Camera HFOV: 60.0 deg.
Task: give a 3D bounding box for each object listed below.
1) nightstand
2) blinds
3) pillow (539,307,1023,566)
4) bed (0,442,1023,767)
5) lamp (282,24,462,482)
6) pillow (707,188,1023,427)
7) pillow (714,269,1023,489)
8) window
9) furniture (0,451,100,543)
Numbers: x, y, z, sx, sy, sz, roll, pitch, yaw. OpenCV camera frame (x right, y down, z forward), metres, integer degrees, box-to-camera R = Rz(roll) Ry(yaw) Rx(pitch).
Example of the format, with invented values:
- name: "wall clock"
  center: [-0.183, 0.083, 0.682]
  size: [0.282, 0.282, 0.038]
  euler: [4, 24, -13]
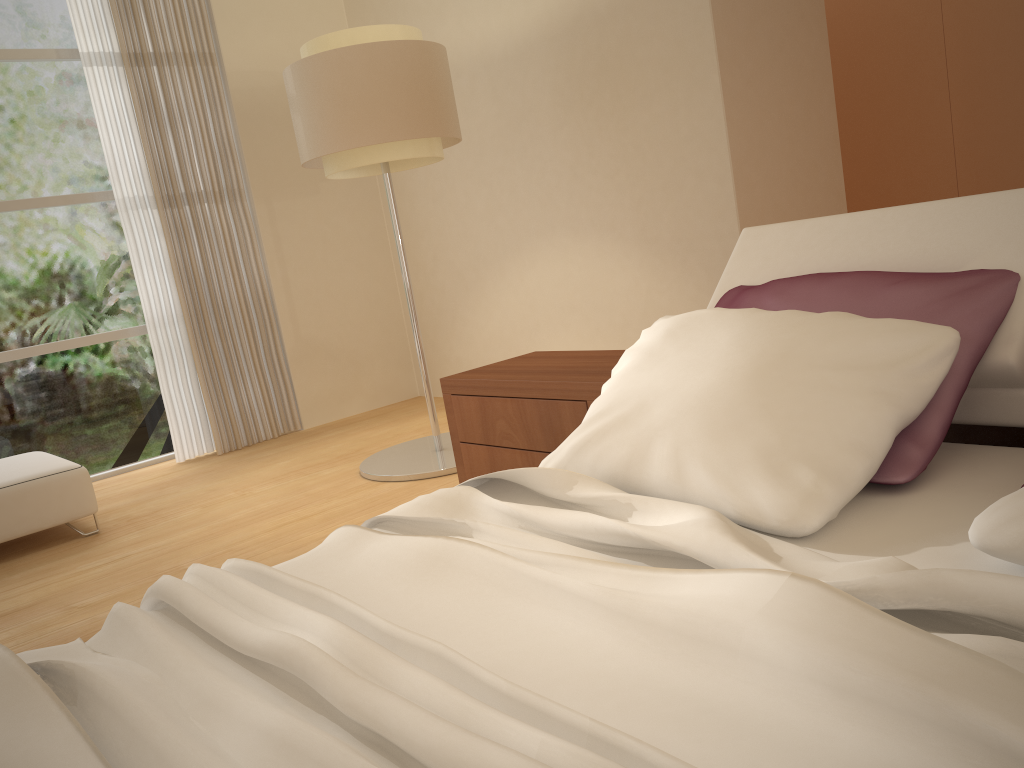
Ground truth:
- name: "nightstand"
  center: [1.277, 0.223, 1.896]
  size: [0.493, 0.539, 4.220]
  euler: [-17, 12, -37]
- name: "blinds"
  center: [-2.025, -1.228, 5.444]
  size: [0.814, 3.351, 0.202]
  euler: [-17, 12, -38]
- name: "pillow"
  center: [0.728, 0.047, 1.433]
  size: [0.561, 0.339, 1.720]
  euler: [-17, 12, -37]
- name: "bed"
  center: [0.230, 0.542, 0.993]
  size: [2.535, 0.570, 2.599]
  euler: [-17, 12, -37]
- name: "lamp"
  center: [-0.530, -0.617, 4.309]
  size: [0.817, 2.018, 0.817]
  euler: [-9, 9, 5]
- name: "pillow"
  center: [1.158, -0.178, 1.795]
  size: [0.461, 0.457, 1.779]
  euler: [-17, 12, -38]
- name: "pillow"
  center: [0.927, -0.030, 1.600]
  size: [0.575, 0.369, 1.683]
  euler: [-17, 12, -37]
- name: "window"
  center: [-3.726, -0.779, 4.485]
  size: [4.781, 3.371, 0.071]
  euler: [-17, 12, -37]
- name: "furniture"
  center: [-2.581, 0.622, 4.195]
  size: [0.965, 0.346, 0.964]
  euler: [-17, 12, -37]
